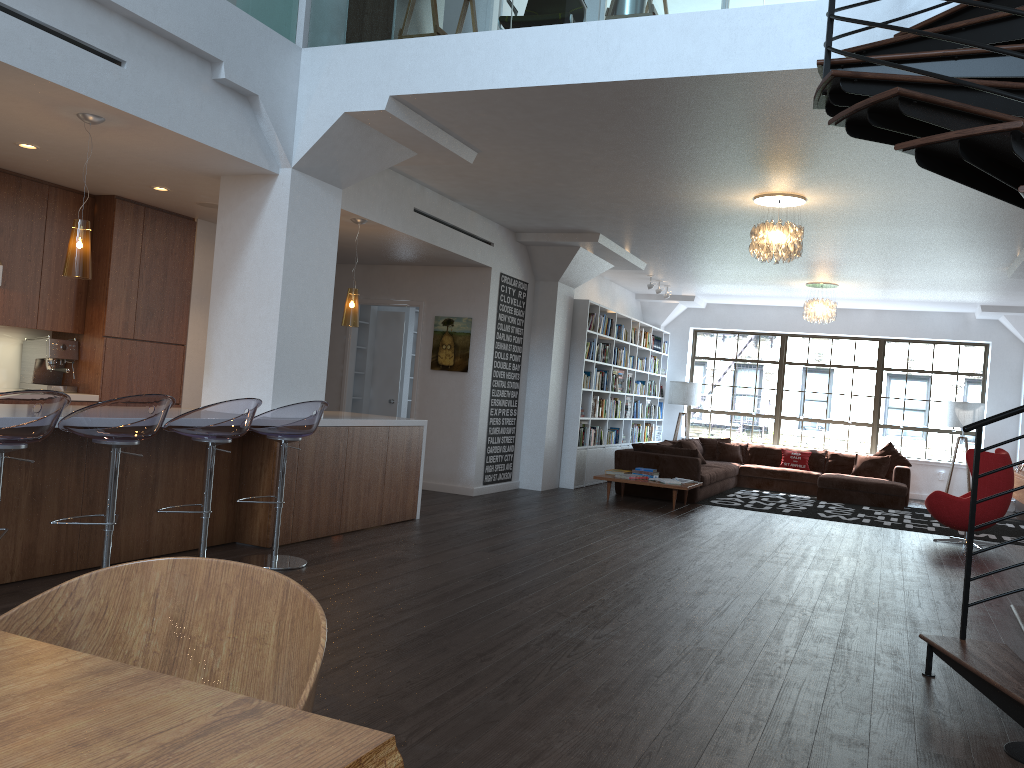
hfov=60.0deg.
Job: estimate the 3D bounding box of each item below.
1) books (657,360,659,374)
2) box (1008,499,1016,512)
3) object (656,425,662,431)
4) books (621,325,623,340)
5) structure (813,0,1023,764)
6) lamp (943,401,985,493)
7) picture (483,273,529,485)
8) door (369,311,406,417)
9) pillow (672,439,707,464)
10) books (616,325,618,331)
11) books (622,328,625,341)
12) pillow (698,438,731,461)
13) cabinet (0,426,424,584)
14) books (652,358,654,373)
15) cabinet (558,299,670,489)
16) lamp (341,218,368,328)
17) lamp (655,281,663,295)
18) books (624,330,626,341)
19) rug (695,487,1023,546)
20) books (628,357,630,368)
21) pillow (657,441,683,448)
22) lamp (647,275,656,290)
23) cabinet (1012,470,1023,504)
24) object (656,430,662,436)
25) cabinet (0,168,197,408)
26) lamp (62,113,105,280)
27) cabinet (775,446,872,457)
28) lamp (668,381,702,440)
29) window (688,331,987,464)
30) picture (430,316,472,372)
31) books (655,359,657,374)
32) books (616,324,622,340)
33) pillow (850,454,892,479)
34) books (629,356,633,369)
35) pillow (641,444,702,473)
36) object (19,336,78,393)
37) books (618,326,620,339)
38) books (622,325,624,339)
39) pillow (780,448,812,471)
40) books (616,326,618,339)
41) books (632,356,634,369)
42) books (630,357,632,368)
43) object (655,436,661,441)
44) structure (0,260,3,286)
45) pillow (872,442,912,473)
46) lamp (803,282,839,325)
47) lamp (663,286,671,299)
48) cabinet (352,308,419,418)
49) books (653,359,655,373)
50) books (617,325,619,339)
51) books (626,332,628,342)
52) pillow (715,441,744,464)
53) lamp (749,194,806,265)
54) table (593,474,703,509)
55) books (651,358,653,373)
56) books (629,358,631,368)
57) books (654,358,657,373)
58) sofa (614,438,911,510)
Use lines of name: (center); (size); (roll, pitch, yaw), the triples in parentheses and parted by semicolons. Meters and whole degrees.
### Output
books: (2.370, -0.289, 14.925); (0.174, 0.240, 0.045); (5, -1, 23)
box: (7.457, 1.826, 13.402); (0.228, 0.165, 0.368); (5, -1, 23)
object: (2.367, 0.746, 15.226); (0.316, 0.088, 0.410); (5, -1, 23)
books: (1.523, -0.744, 12.874); (0.158, 0.226, 0.052); (5, -1, 23)
structure: (2.128, -0.809, 3.224); (1.998, 4.352, 1.998); (5, -1, -16)
lamp: (6.849, 1.066, 13.523); (0.545, 1.579, 0.545); (4, -1, 34)
picture: (-0.061, -0.041, 10.245); (0.021, 2.380, 0.800); (5, -1, 24)
door: (-1.779, 0.091, 11.167); (0.826, 2.032, 0.174); (5, -1, 23)
pillow: (2.539, 0.996, 12.767); (0.325, 0.391, 0.625); (4, -1, 40)
books: (1.431, -0.741, 12.649); (0.146, 0.202, 0.027); (5, -1, 23)
books: (1.564, -0.722, 12.952); (0.139, 0.191, 0.036); (5, -1, 23)
pillow: (3.288, 1.055, 14.207); (0.580, 0.418, 0.334); (5, -1, -4)
cabinet: (-2.085, 0.638, 5.760); (0.898, 0.796, 4.493); (5, -1, 23)
books: (2.232, -0.310, 14.571); (0.183, 0.253, 0.034); (5, -1, 23)
cabinet: (1.552, 0.207, 13.403); (0.461, 2.414, 4.500); (5, -1, 23)
lamp: (-1.324, -0.931, 7.457); (0.149, 0.900, 0.149); (5, -1, -22)
lamp: (2.191, -1.434, 13.192); (0.120, 0.211, 0.111); (5, -1, -18)
books: (1.603, -0.711, 13.039); (0.128, 0.178, 0.022); (5, -1, 23)
rug: (4.680, 1.656, 11.331); (4.200, 0.007, 3.100); (5, -1, 25)
books: (1.704, -0.321, 13.333); (0.120, 0.167, 0.020); (5, -1, 23)
pillow: (2.079, 0.923, 11.413); (0.269, 0.411, 0.559); (5, -1, -21)
lamp: (1.992, -1.454, 12.727); (0.120, 0.211, 0.111); (5, -1, -33)
cabinet: (6.721, 1.374, 11.143); (0.459, 0.350, 4.501); (5, -1, 23)
object: (2.367, 0.834, 15.222); (0.331, 0.088, 0.410); (5, -1, 23)
cabinet: (-4.283, -0.391, 5.741); (0.598, 2.499, 5.299); (5, -1, 23)
lamp: (-1.163, -1.390, 5.580); (2.842, 1.807, 0.149); (5, -1, -27)
cabinet: (5.022, 1.402, 14.473); (1.520, 0.625, 0.350); (5, -1, 23)
lamp: (2.939, 0.758, 15.320); (0.545, 1.579, 0.545); (5, -1, 12)
window: (5.338, 0.166, 14.986); (4.648, 1.905, 0.114); (5, -1, 23)
picture: (-0.673, -0.443, 9.817); (0.450, 0.600, 0.030); (5, -1, 23)
books: (2.323, -0.304, 14.797); (0.180, 0.259, 0.060); (5, -1, 23)
books: (1.509, -0.748, 12.827); (0.140, 0.231, 0.042); (5, -1, 23)
pillow: (5.351, 1.217, 13.237); (0.542, 0.362, 0.248); (4, -1, 44)
books: (1.762, -0.328, 13.479); (0.139, 0.191, 0.036); (5, -1, 23)
pillow: (2.006, 0.957, 11.153); (0.750, 0.364, 0.289); (5, -1, 22)
object: (-3.715, -0.159, 7.219); (0.439, 0.455, 0.284); (5, -1, 23)
books: (1.478, -0.737, 12.747); (0.146, 0.202, 0.027); (5, -1, 23)
books: (1.546, -0.744, 12.917); (0.140, 0.231, 0.042); (5, -1, 23)
pillow: (4.403, 1.178, 13.773); (0.465, 0.308, 0.220); (5, -1, 19)
books: (1.423, -0.737, 12.617); (0.139, 0.191, 0.036); (5, -1, 23)
books: (1.789, -0.330, 13.533); (0.146, 0.202, 0.027); (5, -1, 23)
books: (1.741, -0.321, 13.427); (0.126, 0.173, 0.032); (5, -1, 23)
object: (2.360, 0.921, 15.221); (0.331, 0.088, 0.410); (5, -1, 23)
structure: (-4.127, -0.539, 6.174); (0.529, 1.110, 0.811); (5, -1, 23)
pillow: (5.611, 1.157, 13.308); (0.651, 0.587, 0.335); (5, -1, 2)
lamp: (4.249, -1.100, 12.216); (0.442, 0.539, 0.441); (5, -1, -24)
lamp: (2.395, -1.412, 13.668); (0.120, 0.211, 0.111); (5, -1, -3)
cabinet: (-1.691, -0.366, 11.859); (0.527, 2.991, 2.630); (5, -1, 23)
books: (2.271, -0.299, 14.686); (0.174, 0.240, 0.045); (5, -1, 23)
books: (1.450, -0.740, 12.670); (0.146, 0.202, 0.027); (5, -1, 23)
books: (1.652, -0.694, 13.137); (0.110, 0.153, 0.019); (5, -1, 23)
pillow: (3.424, 1.083, 14.042); (0.489, 0.337, 0.238); (5, -1, -7)
lamp: (2.262, -1.307, 7.565); (0.442, 0.539, 0.441); (5, -1, -24)
table: (1.604, 1.260, 10.457); (1.100, 0.271, 0.853); (5, -1, 23)
books: (2.215, -0.312, 14.541); (0.183, 0.253, 0.034); (5, -1, 23)
books: (1.730, -0.319, 13.377); (0.107, 0.167, 0.017); (5, -1, 23)
books: (2.297, -0.304, 14.718); (0.183, 0.253, 0.034); (5, -1, 23)
sofa: (3.666, 1.250, 12.337); (3.481, 0.664, 4.197); (5, -1, 23)
